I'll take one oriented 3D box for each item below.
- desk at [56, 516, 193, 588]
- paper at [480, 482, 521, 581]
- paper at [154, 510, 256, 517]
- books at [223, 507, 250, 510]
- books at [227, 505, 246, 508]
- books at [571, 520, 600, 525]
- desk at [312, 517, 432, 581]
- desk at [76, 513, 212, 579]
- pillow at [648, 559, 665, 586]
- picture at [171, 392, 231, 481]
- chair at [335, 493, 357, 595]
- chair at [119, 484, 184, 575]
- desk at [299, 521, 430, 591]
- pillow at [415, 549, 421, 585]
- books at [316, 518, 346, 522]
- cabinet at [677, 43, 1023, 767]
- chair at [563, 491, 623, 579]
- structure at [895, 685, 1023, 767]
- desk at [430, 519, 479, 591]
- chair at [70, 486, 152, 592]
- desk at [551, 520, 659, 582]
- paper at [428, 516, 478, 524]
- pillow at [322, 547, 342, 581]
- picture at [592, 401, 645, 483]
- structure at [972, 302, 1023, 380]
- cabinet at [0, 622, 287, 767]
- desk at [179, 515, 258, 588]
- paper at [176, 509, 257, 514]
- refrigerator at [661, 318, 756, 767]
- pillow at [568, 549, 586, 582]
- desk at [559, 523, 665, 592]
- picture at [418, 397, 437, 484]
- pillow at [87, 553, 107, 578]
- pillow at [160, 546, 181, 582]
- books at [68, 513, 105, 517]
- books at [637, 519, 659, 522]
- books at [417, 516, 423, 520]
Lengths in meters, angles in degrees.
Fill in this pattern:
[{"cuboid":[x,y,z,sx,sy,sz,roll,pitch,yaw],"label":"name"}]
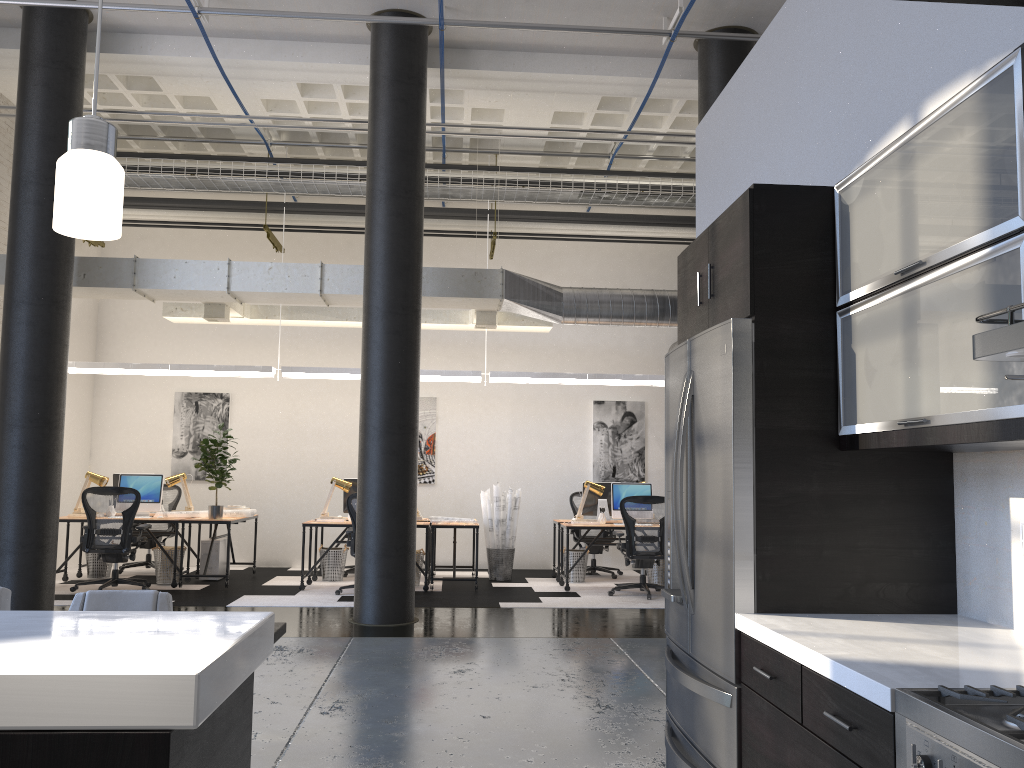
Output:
[{"cuboid":[-4.293,1.833,9.717,1.401,0.723,0.530,1,-5,-4],"label":"desk"},{"cuboid":[-0.153,1.798,10.883,0.441,1.196,0.413,3,-6,-26],"label":"paper"},{"cuboid":[-3.487,1.476,10.079,1.134,0.082,0.083,4,-6,-29],"label":"paper"},{"cuboid":[-3.344,1.520,10.775,0.257,0.044,0.193,-1,-6,13],"label":"books"},{"cuboid":[-3.344,1.488,10.763,0.185,0.030,0.153,1,-6,-6],"label":"books"},{"cuboid":[0.847,1.603,10.260,0.309,0.038,0.226,1,-6,-4],"label":"books"},{"cuboid":[-1.670,2.000,10.761,1.401,0.723,0.530,1,-5,-4],"label":"desk"},{"cuboid":[-4.344,1.918,10.559,1.401,0.723,0.530,1,-5,-4],"label":"desk"},{"cuboid":[1.713,2.178,10.451,0.239,0.406,0.120,1,-5,-3],"label":"pillow"},{"cuboid":[-4.188,0.706,11.942,0.731,1.181,0.049,1,-5,-4],"label":"picture"},{"cuboid":[-1.487,1.692,9.459,0.770,1.084,0.793,3,-6,-20],"label":"chair"},{"cuboid":[-4.470,1.789,11.050,0.770,1.084,0.793,3,-6,-20],"label":"chair"},{"cuboid":[-1.619,1.915,9.918,1.401,0.723,0.530,1,-5,-4],"label":"desk"},{"cuboid":[-1.174,2.111,10.213,0.239,0.406,0.120,1,-5,-3],"label":"pillow"},{"cuboid":[-2.040,1.536,10.022,0.309,0.038,0.226,1,-6,-4],"label":"books"},{"cuboid":[-0.686,0.286,1.272,4.231,2.312,4.281,1,-6,-4],"label":"cabinet"},{"cuboid":[1.091,1.938,11.489,0.770,1.084,0.793,3,-6,-20],"label":"chair"},{"cuboid":[1.025,0.936,1.260,0.621,0.901,0.845,1,-5,-4],"label":"structure"},{"cuboid":[-0.675,1.979,10.410,0.529,0.723,1.403,1,-6,-4],"label":"desk"},{"cuboid":[-4.161,1.610,9.258,0.770,1.084,0.793,3,-6,-20],"label":"chair"},{"cuboid":[1.218,2.067,10.998,1.401,0.723,0.530,1,-5,-4],"label":"desk"},{"cuboid":[-0.691,1.583,10.322,0.568,0.061,0.626,1,-6,-6],"label":"paper"},{"cuboid":[-2.119,2.121,10.439,0.239,0.406,0.120,1,-5,-3],"label":"pillow"},{"cuboid":[1.482,0.828,12.323,0.731,1.181,0.049,1,-5,-4],"label":"picture"},{"cuboid":[1.169,-0.500,1.440,0.489,0.929,0.728,1,-5,-4],"label":"structure"},{"cuboid":[-1.922,1.009,1.627,2.691,0.909,1.372,1,-6,-4],"label":"cabinet"},{"cuboid":[-3.349,1.897,10.209,0.529,0.723,1.403,1,-6,-4],"label":"desk"},{"cuboid":[-3.498,1.493,10.245,1.135,0.082,0.083,6,-7,-39],"label":"paper"},{"cuboid":[0.962,0.731,3.057,0.820,1.770,0.854,1,-5,-4],"label":"refrigerator"},{"cuboid":[0.768,2.188,10.676,0.239,0.406,0.120,1,-5,-3],"label":"pillow"},{"cuboid":[1.269,1.982,10.156,1.401,0.723,0.530,1,-5,-4],"label":"desk"},{"cuboid":[-1.410,0.766,12.129,0.731,1.181,0.049,1,-5,-4],"label":"picture"},{"cuboid":[-4.793,2.039,10.237,0.239,0.406,0.120,1,-5,-3],"label":"pillow"},{"cuboid":[-3.848,2.029,10.011,0.239,0.406,0.120,1,-5,-3],"label":"pillow"},{"cuboid":[-4.714,1.454,9.821,0.309,0.038,0.226,1,-6,-4],"label":"books"},{"cuboid":[1.650,1.686,10.961,0.309,0.038,0.226,1,-6,-4],"label":"books"},{"cuboid":[-1.237,1.619,10.723,0.309,0.038,0.226,1,-6,-4],"label":"books"}]
